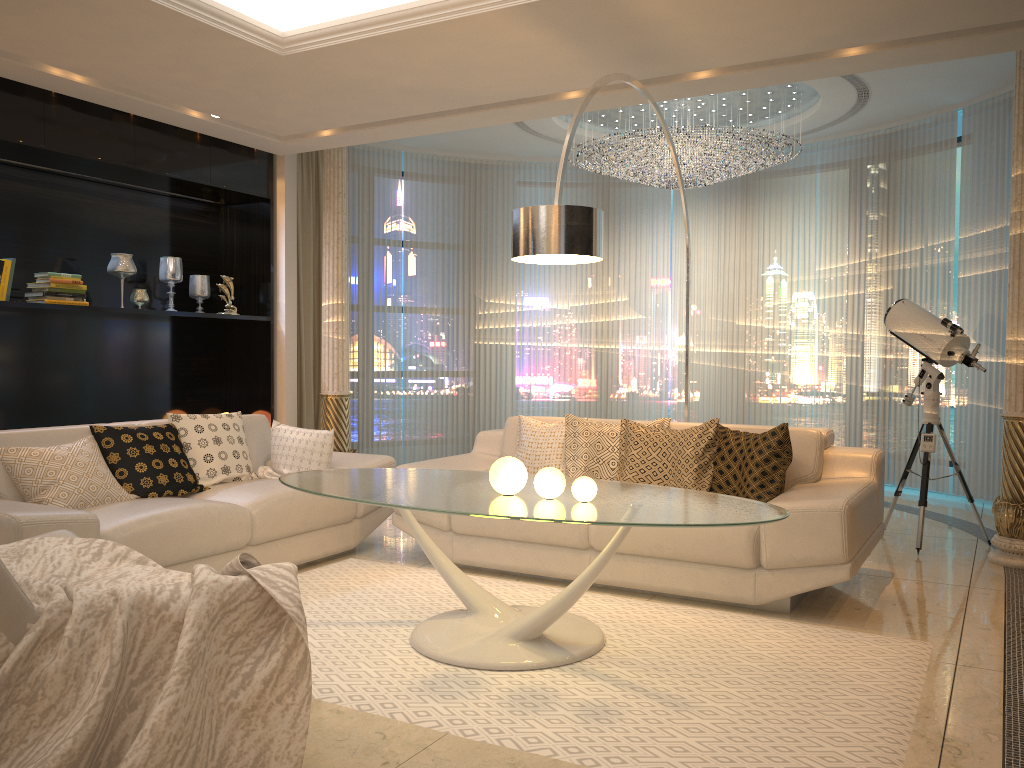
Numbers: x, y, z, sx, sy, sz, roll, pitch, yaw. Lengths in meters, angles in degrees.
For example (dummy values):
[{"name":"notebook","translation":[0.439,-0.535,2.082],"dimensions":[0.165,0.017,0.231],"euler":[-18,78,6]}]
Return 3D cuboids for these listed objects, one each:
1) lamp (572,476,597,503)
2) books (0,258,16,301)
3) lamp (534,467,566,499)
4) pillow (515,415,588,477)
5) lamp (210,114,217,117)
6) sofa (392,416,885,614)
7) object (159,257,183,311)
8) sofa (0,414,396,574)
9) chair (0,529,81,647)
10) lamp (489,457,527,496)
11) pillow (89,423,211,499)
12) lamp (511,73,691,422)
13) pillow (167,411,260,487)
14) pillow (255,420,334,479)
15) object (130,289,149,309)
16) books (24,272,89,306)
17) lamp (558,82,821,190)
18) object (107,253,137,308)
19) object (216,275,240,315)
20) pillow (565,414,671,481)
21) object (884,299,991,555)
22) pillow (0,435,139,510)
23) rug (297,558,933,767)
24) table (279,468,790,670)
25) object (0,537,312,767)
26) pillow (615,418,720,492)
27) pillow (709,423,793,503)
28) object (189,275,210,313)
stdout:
[{"name":"lamp","translation":[0.258,0.375,3.161],"dimensions":[0.090,0.091,0.090],"euler":[0,2,-10]},{"name":"books","translation":[-3.050,-0.607,5.172],"dimensions":[0.212,0.261,0.210],"euler":[1,2,29]},{"name":"lamp","translation":[0.137,0.360,3.228],"dimensions":[0.115,0.115,0.115],"euler":[-1,2,-35]},{"name":"pillow","translation":[0.196,0.372,4.930],"dimensions":[0.463,0.380,0.222],"euler":[1,2,34]},{"name":"lamp","translation":[-1.915,-1.798,5.757],"dimensions":[0.107,0.127,0.107],"euler":[1,2,10]},{"name":"sofa","translation":[0.633,0.586,4.626],"dimensions":[2.328,0.754,1.145],"euler":[1,2,29]},{"name":"object","translation":[-2.504,-0.713,6.515],"dimensions":[0.156,0.426,0.156],"euler":[1,2,34]},{"name":"sofa","translation":[-1.710,0.578,4.449],"dimensions":[1.145,0.754,2.328],"euler":[1,2,29]},{"name":"chair","translation":[-1.234,0.525,2.237],"dimensions":[1.027,0.991,0.983],"euler":[1,2,28]},{"name":"lamp","translation":[-0.014,0.343,3.312],"dimensions":[0.143,0.143,0.143],"euler":[1,2,14]},{"name":"pillow","translation":[-1.779,0.373,4.412],"dimensions":[0.323,0.355,0.524],"euler":[1,2,30]},{"name":"lamp","translation":[0.585,-0.295,4.502],"dimensions":[0.393,2.519,2.009],"euler":[1,2,29]},{"name":"pillow","translation":[-1.593,0.347,4.832],"dimensions":[0.255,0.399,0.526],"euler":[1,2,29]},{"name":"pillow","translation":[-1.230,0.373,4.961],"dimensions":[0.521,0.325,0.281],"euler":[2,2,39]},{"name":"object","translation":[-2.582,-0.579,6.150],"dimensions":[0.119,0.154,0.119],"euler":[2,2,39]},{"name":"books","translation":[-2.854,-0.588,5.571],"dimensions":[0.260,0.197,0.296],"euler":[1,2,32]},{"name":"lamp","translation":[1.364,-1.915,7.113],"dimensions":[2.109,0.685,2.109],"euler":[0,2,-16]},{"name":"object","translation":[-2.655,-0.690,6.038],"dimensions":[0.181,0.381,0.181],"euler":[1,2,23]},{"name":"object","translation":[-2.136,-0.662,6.656],"dimensions":[0.116,0.293,0.182],"euler":[1,2,26]},{"name":"pillow","translation":[0.557,0.377,4.761],"dimensions":[0.587,0.429,0.288],"euler":[0,2,4]},{"name":"object","translation":[2.436,0.222,5.185],"dimensions":[0.616,1.471,0.570],"euler":[2,2,35]},{"name":"pillow","translation":[-1.994,0.418,4.008],"dimensions":[0.351,0.329,0.521],"euler":[1,2,29]},{"name":"rug","translation":[-0.015,0.989,3.421],"dimensions":[2.900,0.020,1.661],"euler":[1,2,29]},{"name":"table","translation":[-0.031,0.693,3.433],"dimensions":[2.140,0.565,0.999],"euler":[1,2,28]},{"name":"object","translation":[-1.028,0.726,2.189],"dimensions":[0.972,0.580,1.347],"euler":[0,2,-24]},{"name":"pillow","translation":[0.800,0.380,4.541],"dimensions":[0.575,0.436,0.301],"euler":[2,2,35]},{"name":"pillow","translation":[1.138,0.388,4.323],"dimensions":[0.301,0.436,0.575],"euler":[-1,2,-30]},{"name":"object","translation":[-2.372,-0.664,6.739],"dimensions":[0.147,0.317,0.147],"euler":[1,2,31]}]
